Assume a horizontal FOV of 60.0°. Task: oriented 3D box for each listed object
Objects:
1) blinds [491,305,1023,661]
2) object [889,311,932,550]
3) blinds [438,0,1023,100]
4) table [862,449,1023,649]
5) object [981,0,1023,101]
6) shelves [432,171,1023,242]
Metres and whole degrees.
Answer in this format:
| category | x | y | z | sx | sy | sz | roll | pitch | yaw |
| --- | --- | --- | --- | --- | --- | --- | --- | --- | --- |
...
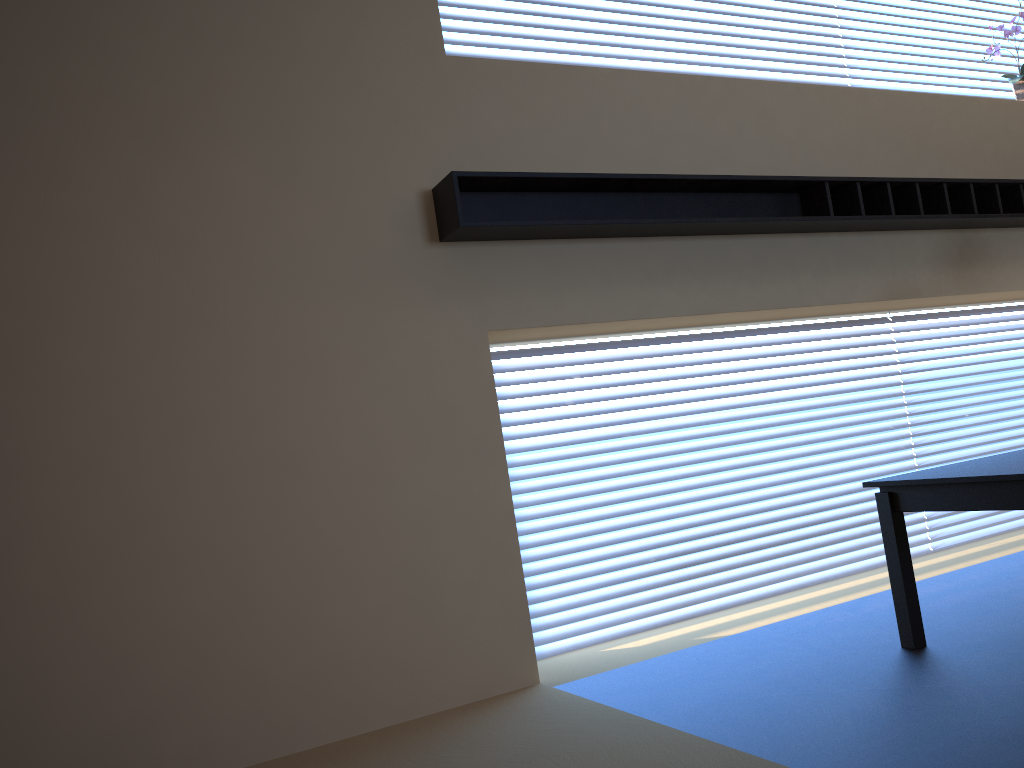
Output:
| category | x | y | z | sx | sy | sz | roll | pitch | yaw |
| --- | --- | --- | --- | --- | --- | --- | --- | --- | --- |
| blinds | 2.252 | 0.284 | 5.048 | 5.384 | 1.365 | 0.047 | -6 | -4 | -27 |
| object | 2.852 | -0.128 | 4.198 | 1.039 | 1.857 | 1.900 | -8 | -4 | -7 |
| blinds | 1.868 | -2.256 | 5.194 | 5.384 | 1.459 | 0.039 | -6 | -4 | -27 |
| table | 2.362 | 0.503 | 3.259 | 1.892 | 0.602 | 0.900 | -6 | -5 | -27 |
| object | 3.128 | -2.041 | 5.474 | 0.352 | 0.694 | 0.437 | -12 | -5 | 42 |
| shelves | 2.904 | -1.067 | 4.437 | 6.614 | 0.213 | 1.253 | -6 | -5 | -27 |
